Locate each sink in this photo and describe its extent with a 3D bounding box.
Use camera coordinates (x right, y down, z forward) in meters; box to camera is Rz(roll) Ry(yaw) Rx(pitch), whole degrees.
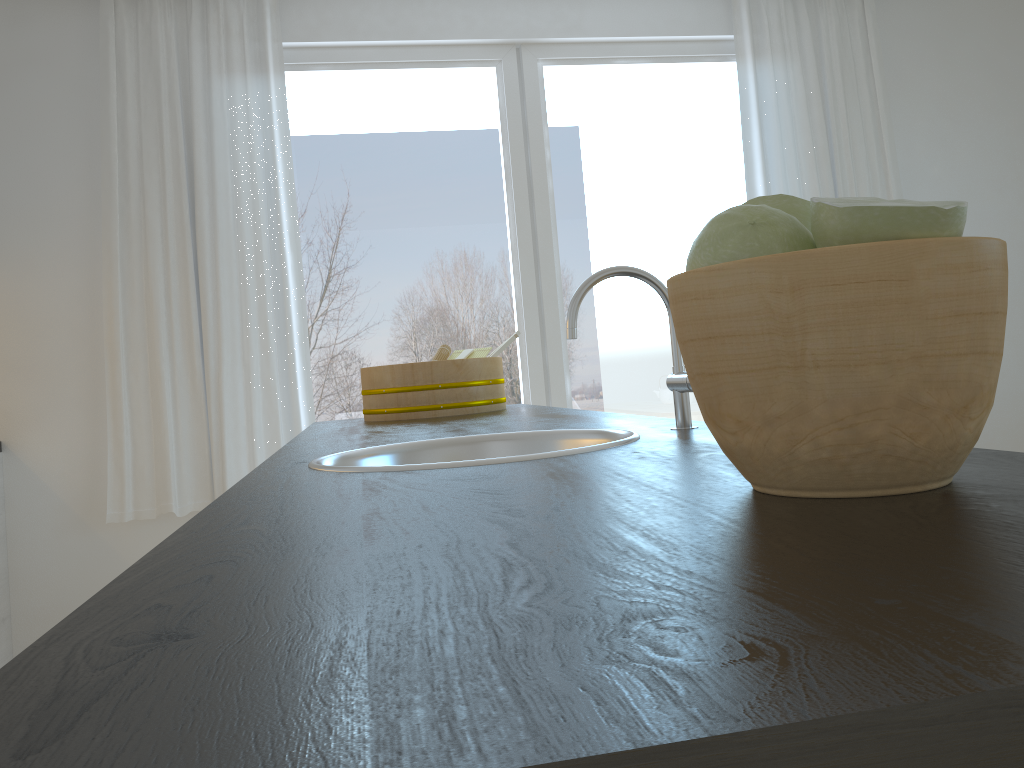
[{"bbox_3d":[-0.039,0.153,1.082,0.403,0.157,0.405,-5,0,32],"label":"sink"}]

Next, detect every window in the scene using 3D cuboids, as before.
[{"bbox_3d":[0.100,-0.517,3.831,2.728,1.924,0.088,-5,-3,-10],"label":"window"}]

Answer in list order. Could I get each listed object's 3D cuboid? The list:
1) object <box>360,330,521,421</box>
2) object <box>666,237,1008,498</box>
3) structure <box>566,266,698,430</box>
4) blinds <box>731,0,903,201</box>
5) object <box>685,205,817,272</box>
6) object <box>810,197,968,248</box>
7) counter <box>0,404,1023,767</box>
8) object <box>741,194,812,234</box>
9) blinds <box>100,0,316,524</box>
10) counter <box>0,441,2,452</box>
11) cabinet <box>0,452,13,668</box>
[{"bbox_3d":[-0.203,-0.026,2.374,0.378,0.215,0.430,-5,0,18],"label":"object"},{"bbox_3d":[0.209,-0.007,0.570,0.205,0.142,0.205,-5,-1,41],"label":"object"},{"bbox_3d":[0.155,-0.045,1.101,0.162,0.216,0.096,-5,-2,-10],"label":"structure"},{"bbox_3d":[1.410,-0.811,3.882,0.795,2.166,0.149,-4,-3,-10],"label":"blinds"},{"bbox_3d":[0.157,-0.066,0.575,0.086,0.099,0.102,-5,-1,11],"label":"object"},{"bbox_3d":[0.220,-0.085,0.515,0.086,0.065,0.084,-5,-1,2],"label":"object"},{"bbox_3d":[-0.064,0.099,1.400,0.601,0.040,2.395,-5,1,-10],"label":"counter"},{"bbox_3d":[0.193,-0.099,0.641,0.077,0.072,0.074,-5,-1,15],"label":"object"},{"bbox_3d":[-1.206,-0.586,3.412,0.795,2.166,0.149,-4,-3,-10],"label":"blinds"},{"bbox_3d":[-2.040,0.256,2.288,0.601,0.040,1.996,-5,1,-10],"label":"counter"},{"bbox_3d":[-1.904,-0.072,1.726,0.481,2.306,3.193,-4,-1,-10],"label":"cabinet"}]
